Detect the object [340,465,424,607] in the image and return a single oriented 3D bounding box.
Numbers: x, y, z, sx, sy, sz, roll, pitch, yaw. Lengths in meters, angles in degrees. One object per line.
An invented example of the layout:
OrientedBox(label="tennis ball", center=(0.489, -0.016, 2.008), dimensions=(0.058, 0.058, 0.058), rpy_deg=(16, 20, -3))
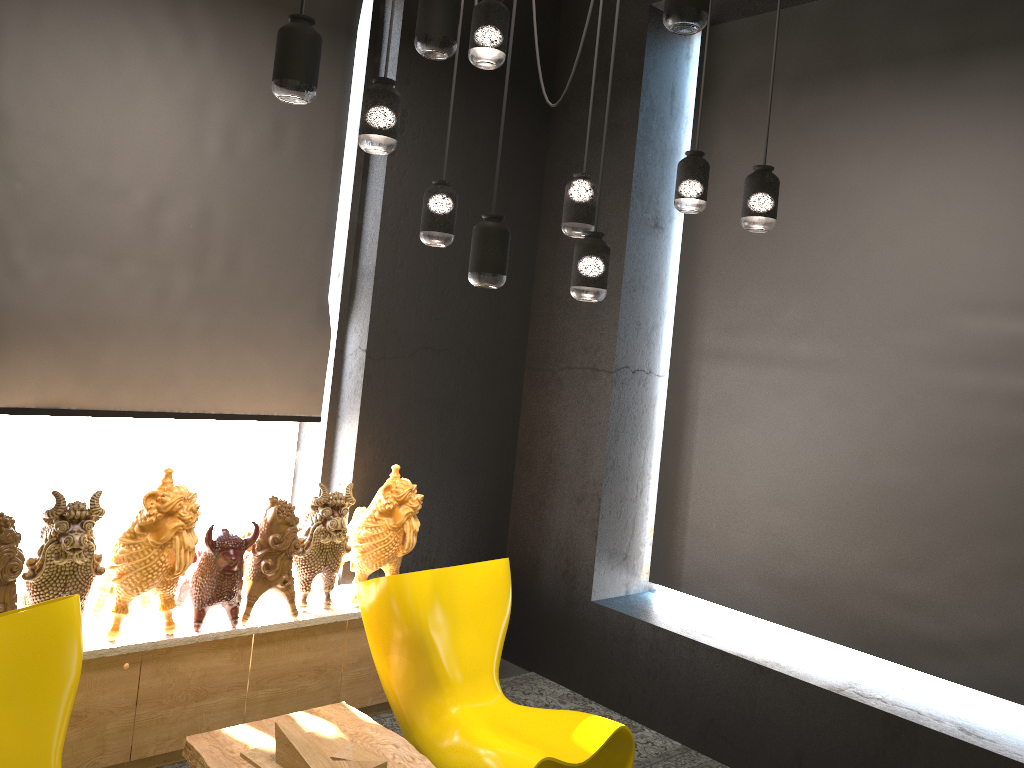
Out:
OrientedBox(label="object", center=(-0.657, 0.693, 4.196), dimensions=(0.306, 0.656, 0.470), rpy_deg=(7, -1, -38))

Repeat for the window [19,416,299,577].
OrientedBox(label="window", center=(-1.911, -0.714, 4.049), dimensions=(2.299, 3.174, 0.051), rpy_deg=(6, -2, -43))

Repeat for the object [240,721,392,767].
OrientedBox(label="object", center=(-0.605, 1.224, 2.948), dimensions=(0.522, 0.136, 0.349), rpy_deg=(8, 2, 42))

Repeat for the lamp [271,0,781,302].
OrientedBox(label="lamp", center=(0.800, -1.336, 2.148), dimensions=(2.844, 2.277, 2.673), rpy_deg=(6, 0, 1))

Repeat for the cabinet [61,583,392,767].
OrientedBox(label="cabinet", center=(-1.203, 1.243, 3.782), dimensions=(2.719, 0.531, 0.405), rpy_deg=(4, 1, -43))

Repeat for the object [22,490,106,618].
OrientedBox(label="object", center=(-1.687, 0.657, 3.267), dimensions=(0.431, 0.580, 0.270), rpy_deg=(5, -1, 40))

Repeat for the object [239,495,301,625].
OrientedBox(label="object", center=(-1.087, 0.724, 3.862), dimensions=(0.248, 0.546, 0.476), rpy_deg=(7, -1, -35))

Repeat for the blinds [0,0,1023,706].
OrientedBox(label="blinds", center=(-3.308, -0.868, 1.728), dimensions=(12.678, 3.316, 3.530), rpy_deg=(5, 0, -22))

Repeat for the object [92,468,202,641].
OrientedBox(label="object", center=(-1.441, 0.639, 3.474), dimensions=(0.306, 0.656, 0.470), rpy_deg=(7, -1, -38))

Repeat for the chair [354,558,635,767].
OrientedBox(label="chair", center=(-0.136, 1.183, 3.454), dimensions=(1.073, 0.898, 0.655), rpy_deg=(6, 0, 42))

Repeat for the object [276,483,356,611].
OrientedBox(label="object", center=(-0.903, 0.711, 3.989), dimensions=(0.431, 0.580, 0.270), rpy_deg=(5, -1, 40))

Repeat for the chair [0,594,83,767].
OrientedBox(label="chair", center=(-1.312, 1.101, 2.383), dimensions=(1.071, 0.898, 0.656), rpy_deg=(6, -1, 17))

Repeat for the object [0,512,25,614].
OrientedBox(label="object", center=(-1.871, 0.670, 3.140), dimensions=(0.248, 0.546, 0.476), rpy_deg=(7, -1, -35))

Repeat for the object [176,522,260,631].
OrientedBox(label="object", center=(-1.239, 0.756, 3.660), dimensions=(0.218, 0.441, 0.464), rpy_deg=(7, 0, -38))

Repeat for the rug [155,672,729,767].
OrientedBox(label="rug", center=(-0.319, 1.625, 3.022), dimensions=(3.582, 0.010, 2.197), rpy_deg=(4, 3, -43))

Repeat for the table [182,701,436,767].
OrientedBox(label="table", center=(-0.646, 1.442, 2.999), dimensions=(0.691, 0.309, 0.832), rpy_deg=(5, 2, -43))
